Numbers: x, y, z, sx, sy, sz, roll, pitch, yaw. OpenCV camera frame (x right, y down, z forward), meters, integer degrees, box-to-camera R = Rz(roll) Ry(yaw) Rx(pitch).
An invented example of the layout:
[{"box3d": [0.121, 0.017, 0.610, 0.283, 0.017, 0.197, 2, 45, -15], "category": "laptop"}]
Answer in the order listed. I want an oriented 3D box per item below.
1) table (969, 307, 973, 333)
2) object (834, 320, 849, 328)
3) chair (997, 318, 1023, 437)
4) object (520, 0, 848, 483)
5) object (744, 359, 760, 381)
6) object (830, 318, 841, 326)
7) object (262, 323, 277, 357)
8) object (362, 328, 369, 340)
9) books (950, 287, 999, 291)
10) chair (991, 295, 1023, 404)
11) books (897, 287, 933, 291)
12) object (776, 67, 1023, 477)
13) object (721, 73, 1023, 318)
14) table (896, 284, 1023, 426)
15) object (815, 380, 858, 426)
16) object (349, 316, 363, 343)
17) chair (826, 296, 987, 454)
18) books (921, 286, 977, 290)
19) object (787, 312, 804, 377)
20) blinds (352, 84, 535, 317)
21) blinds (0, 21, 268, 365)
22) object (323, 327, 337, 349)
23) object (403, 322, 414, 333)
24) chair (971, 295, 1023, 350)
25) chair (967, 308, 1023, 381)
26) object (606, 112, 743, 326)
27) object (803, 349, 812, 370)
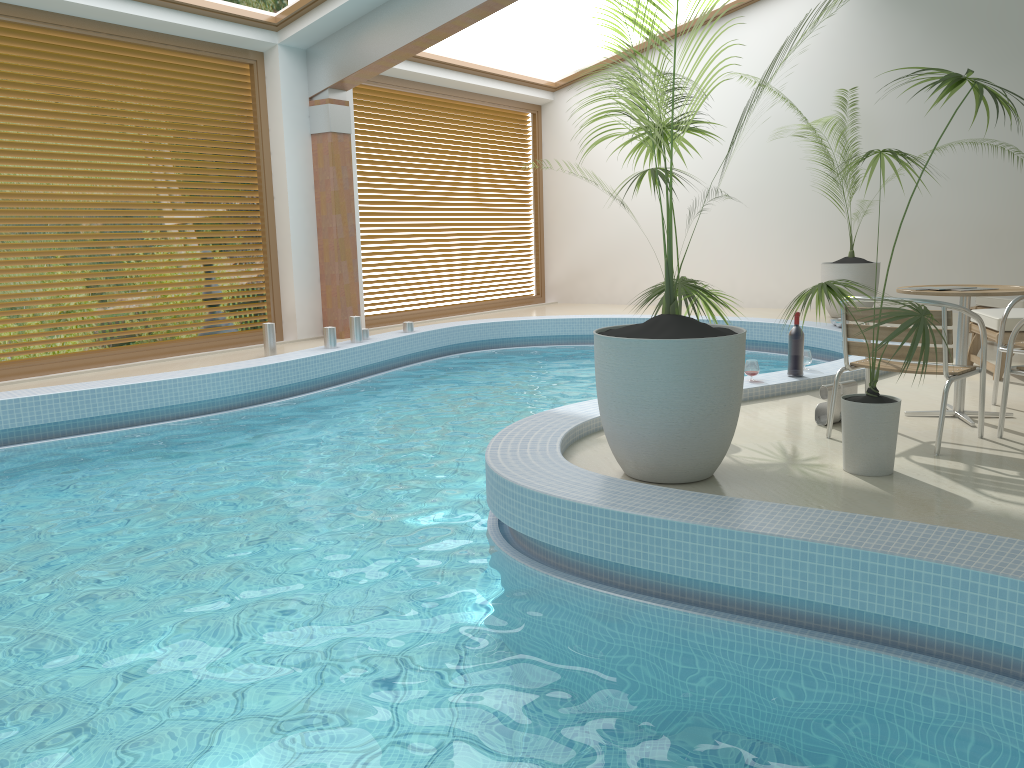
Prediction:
[{"box3d": [4.638, -0.614, 8.620, 0.283, 0.255, 0.320, -2, 10, -3], "category": "table"}, {"box3d": [3.268, -0.591, 8.787, 0.140, 0.069, 0.140, -1, 10, 4], "category": "object"}, {"box3d": [2.796, -0.078, 4.278, 0.618, 0.727, 0.563, -4, 10, -13], "category": "chair"}, {"box3d": [0.750, -1.094, 3.924, 2.729, 2.960, 2.979, -9, 12, -37], "category": "object"}, {"box3d": [1.588, -0.090, 5.877, 0.102, 0.137, 0.102, 7, 13, 43], "category": "object"}, {"box3d": [3.290, -0.622, 8.966, 0.140, 0.069, 0.140, -1, 10, 4], "category": "object"}, {"box3d": [-2.272, -0.410, 8.319, 0.115, 0.320, 0.115, -3, 10, -6], "category": "object"}, {"box3d": [-1.487, -0.499, 8.878, 0.115, 0.107, 0.115, -3, 10, -6], "category": "object"}, {"box3d": [2.471, -0.514, 4.796, 0.241, 0.004, 0.166, -4, 10, -14], "category": "books"}, {"box3d": [3.186, -0.218, 5.049, 0.563, 0.727, 0.618, -6, 10, -23], "category": "chair"}, {"box3d": [2.287, -0.530, 4.921, 0.241, 0.004, 0.166, -4, 10, -14], "category": "books"}, {"box3d": [1.649, -0.449, 3.788, 0.791, 1.695, 1.059, -5, 10, -19], "category": "object"}, {"box3d": [4.060, -2.234, 10.162, 2.979, 2.960, 2.729, -2, 10, -1], "category": "object"}, {"box3d": [2.507, -0.172, 4.943, 0.700, 0.720, 0.700, -8, 12, -35], "category": "table"}, {"box3d": [1.803, 0.101, 4.930, 0.272, 0.223, 0.081, -8, 12, -35], "category": "object"}, {"box3d": [-1.519, -0.531, 8.632, 0.115, 0.254, 0.115, -4, 10, -15], "category": "object"}, {"box3d": [2.002, -0.094, 4.498, 0.563, 0.727, 0.618, -10, 13, -42], "category": "chair"}, {"box3d": [2.383, -0.526, 4.855, 0.241, 0.004, 0.166, -4, 10, -14], "category": "books"}, {"box3d": [1.915, -0.268, 5.975, 0.109, 0.435, 0.109, -5, 10, -20], "category": "object"}, {"box3d": [-0.947, -2.435, 12.185, 0.095, 2.921, 4.414, 5, 12, 34], "category": "blinds"}, {"box3d": [-3.878, -1.647, 7.977, 0.095, 2.921, 4.200, 5, 12, 34], "category": "blinds"}, {"box3d": [-1.691, -0.431, 8.245, 0.115, 0.194, 0.115, -4, 10, -15], "category": "object"}, {"box3d": [-1.106, -0.608, 9.465, 0.115, 0.107, 0.115, -3, 10, -6], "category": "object"}, {"box3d": [5.147, -0.785, 7.718, 1.903, 0.866, 0.861, -2, 10, -3], "category": "chair"}, {"box3d": [4.311, -0.501, 6.164, 1.903, 0.866, 0.861, 1, 10, 13], "category": "chair"}, {"box3d": [0.851, -0.597, 4.799, 0.791, 1.695, 1.059, 2, 10, 21], "category": "object"}, {"box3d": [2.076, -0.173, 6.287, 0.102, 0.137, 0.102, 7, 13, 43], "category": "object"}]
